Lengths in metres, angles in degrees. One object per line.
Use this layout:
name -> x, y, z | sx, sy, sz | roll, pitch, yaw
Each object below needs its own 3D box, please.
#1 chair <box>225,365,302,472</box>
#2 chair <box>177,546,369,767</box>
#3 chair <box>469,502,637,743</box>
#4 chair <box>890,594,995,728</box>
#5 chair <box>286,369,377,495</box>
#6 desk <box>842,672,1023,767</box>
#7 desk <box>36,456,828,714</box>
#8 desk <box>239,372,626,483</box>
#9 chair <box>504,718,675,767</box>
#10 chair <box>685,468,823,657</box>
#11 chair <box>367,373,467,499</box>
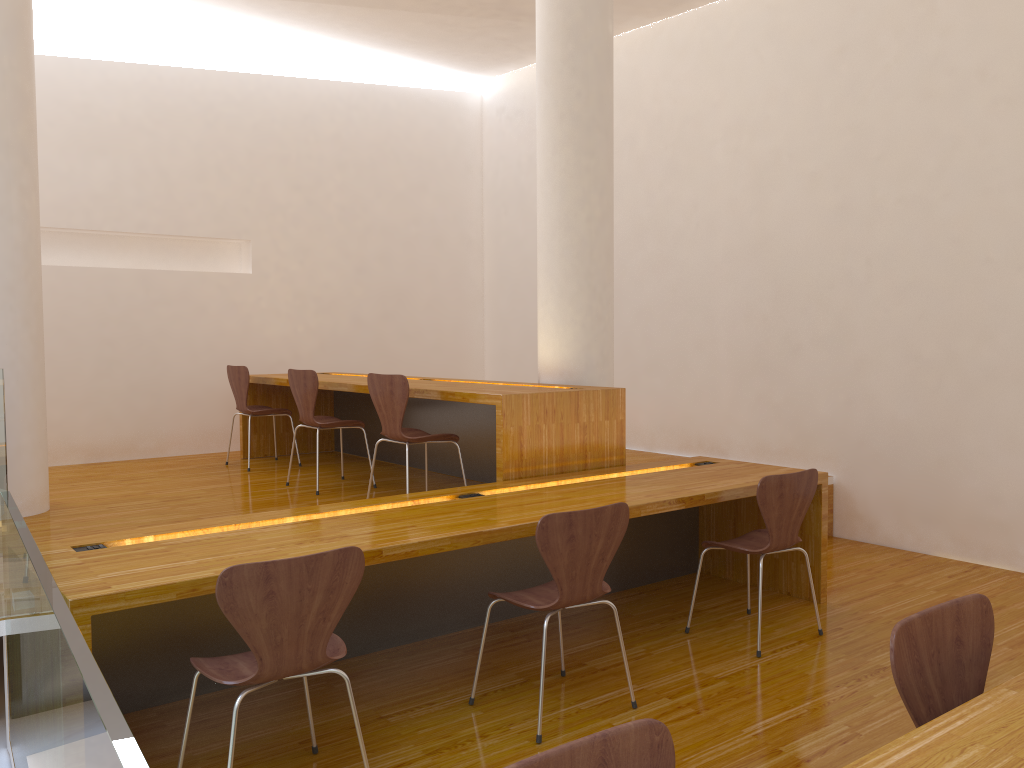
chair -> -1.712, 0.215, 6.074 | 0.381, 0.693, 0.428 | -3, 4, -37
chair -> -0.638, 0.763, 2.350 | 0.428, 0.693, 0.381 | -3, 4, -37
chair -> 0.132, 0.728, 2.940 | 0.428, 0.693, 0.381 | -3, 4, -37
chair -> 0.945, 0.788, 1.612 | 0.428, 0.693, 0.381 | -3, 4, -37
chair -> -1.061, 0.256, 5.163 | 0.381, 0.693, 0.428 | -3, 4, -37
desk -> 1.425, 1.009, 1.220 | 3.236, 0.918, 1.285 | -3, 4, -37
desk -> -0.037, 0.753, 3.427 | 3.185, 0.606, 0.760 | -3, 4, -37
desk -> -0.708, 0.280, 5.405 | 0.760, 0.606, 3.185 | -3, 4, -37
chair -> 0.174, 0.824, 1.022 | 0.428, 0.693, 0.381 | -3, 4, -37
chair -> 0.997, 0.686, 3.650 | 0.428, 0.693, 0.381 | -3, 4, -37
chair -> -0.470, 0.290, 4.393 | 0.381, 0.693, 0.428 | -3, 4, -37
